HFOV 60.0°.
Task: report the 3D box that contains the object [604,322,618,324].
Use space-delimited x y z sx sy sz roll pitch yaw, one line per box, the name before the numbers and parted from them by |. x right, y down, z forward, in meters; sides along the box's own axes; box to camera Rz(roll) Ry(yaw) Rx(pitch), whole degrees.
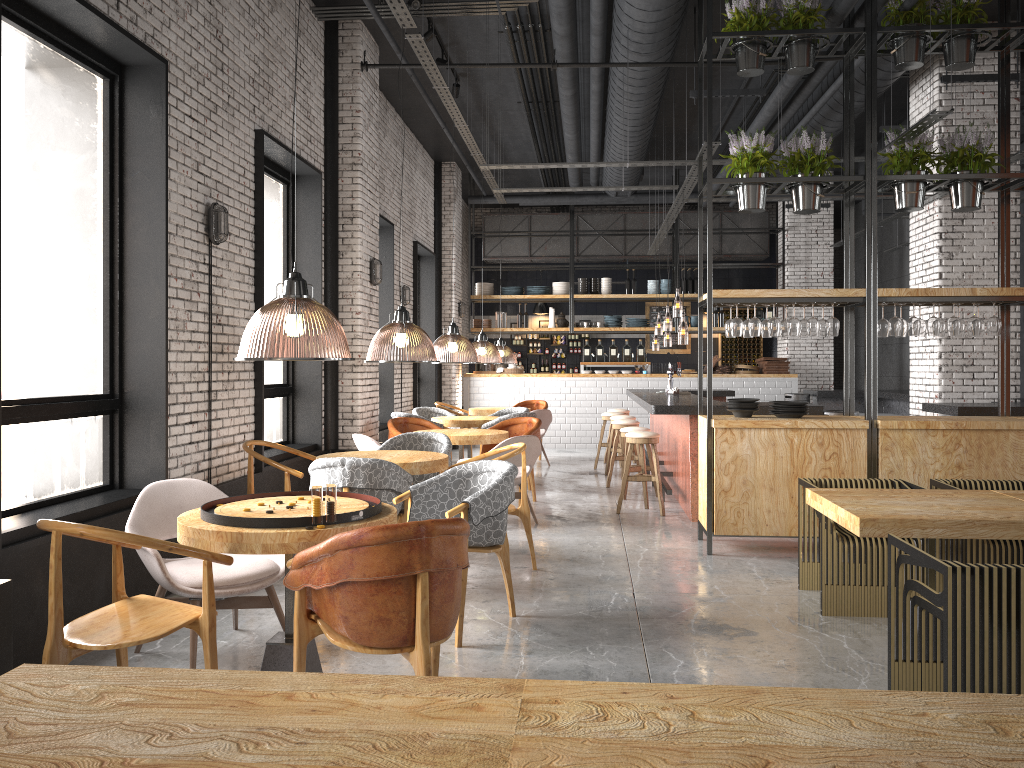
object | 1.863 -1.110 16.339 0.334 0.045 0.335 0 1 1

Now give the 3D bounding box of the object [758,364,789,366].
object | 4.616 -0.334 15.668 0.405 0.044 0.636 0 1 6

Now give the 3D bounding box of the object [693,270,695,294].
object | 3.356 -1.854 16.220 0.098 0.458 0.098 0 0 -17

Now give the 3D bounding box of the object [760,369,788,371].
object | 4.616 -0.245 15.668 0.405 0.044 0.636 0 1 8

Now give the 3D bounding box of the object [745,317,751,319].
object | 4.254 -1.111 15.982 0.118 0.181 0.118 0 0 -36

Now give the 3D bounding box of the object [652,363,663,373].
object | 2.595 -0.284 15.823 0.181 0.168 0.170 0 1 15

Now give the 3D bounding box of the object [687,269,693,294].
object | 3.232 -1.852 16.095 0.098 0.458 0.098 0 0 27

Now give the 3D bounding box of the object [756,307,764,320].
object | 4.494 -1.296 16.140 0.157 0.554 0.106 0 0 9

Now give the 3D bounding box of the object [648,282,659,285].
object | 2.595 -1.829 16.271 0.210 0.076 0.210 0 1 -21

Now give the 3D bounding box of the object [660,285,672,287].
object | 2.820 -1.766 16.231 0.218 0.092 0.219 1 1 41

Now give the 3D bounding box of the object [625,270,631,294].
object | 2.128 -1.861 16.268 0.098 0.471 0.098 0 0 27

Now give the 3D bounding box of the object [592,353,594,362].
object | 1.454 -0.478 15.995 0.032 0.164 0.080 0 0 -24

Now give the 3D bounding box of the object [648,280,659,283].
object | 2.598 -1.872 16.272 0.210 0.074 0.210 0 1 10

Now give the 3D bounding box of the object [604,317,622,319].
object | 1.864 -1.205 16.339 0.335 0.036 0.335 0 1 -6

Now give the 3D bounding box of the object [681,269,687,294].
object | 3.125 -1.852 16.105 0.098 0.458 0.098 0 0 27

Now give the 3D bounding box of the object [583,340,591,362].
object | 1.360 -0.600 16.085 0.154 0.404 0.154 0 0 5

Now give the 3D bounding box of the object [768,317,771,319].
object | 4.620 -1.111 15.973 0.118 0.181 0.118 0 0 -11

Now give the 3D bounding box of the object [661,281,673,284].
object | 2.830 -1.831 16.230 0.218 0.096 0.219 0 1 -11

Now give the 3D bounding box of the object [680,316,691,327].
object | 3.171 -1.139 16.221 0.198 0.230 0.166 0 0 11

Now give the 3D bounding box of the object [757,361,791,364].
object | 4.616 -0.378 15.668 0.405 0.044 0.636 0 1 -1

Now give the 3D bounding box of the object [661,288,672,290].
object | 2.828 -1.702 16.229 0.218 0.093 0.219 0 1 -12

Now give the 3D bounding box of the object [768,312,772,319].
object | 4.682 -1.297 16.133 0.140 0.550 0.096 0 0 9

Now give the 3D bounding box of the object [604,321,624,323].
object | 1.868 -1.132 16.338 0.371 0.071 0.373 0 1 17

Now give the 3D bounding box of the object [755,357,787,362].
object | 4.559 -0.422 15.609 0.406 0.094 0.636 0 1 3

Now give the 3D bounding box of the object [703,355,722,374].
object | 3.540 -0.346 15.706 0.242 0.338 0.488 0 1 -9

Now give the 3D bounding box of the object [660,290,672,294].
object | 2.823 -1.669 16.228 0.218 0.085 0.219 0 1 -26

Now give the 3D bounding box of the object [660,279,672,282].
object | 2.825 -1.862 16.232 0.218 0.091 0.218 0 1 22

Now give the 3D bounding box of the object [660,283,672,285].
object | 2.820 -1.798 16.232 0.219 0.092 0.218 -1 1 -44

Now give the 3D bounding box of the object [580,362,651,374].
object | 1.866 -0.121 16.040 1.250 0.551 0.315 0 0 5

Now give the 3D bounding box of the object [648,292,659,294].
object | 2.596 -1.655 16.274 0.210 0.065 0.210 0 1 23

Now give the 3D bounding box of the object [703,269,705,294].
object | 3.451 -1.851 16.076 0.098 0.458 0.098 0 0 -17

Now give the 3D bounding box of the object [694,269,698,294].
object | 3.344 -1.851 16.086 0.098 0.458 0.098 0 0 -17

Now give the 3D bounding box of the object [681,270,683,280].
object | 3.137 -1.855 16.240 0.098 0.458 0.098 0 0 27

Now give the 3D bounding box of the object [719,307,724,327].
object | 3.823 -1.259 16.182 0.098 0.471 0.098 0 0 12

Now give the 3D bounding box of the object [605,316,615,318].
object | 1.866 -1.218 16.339 0.334 0.048 0.335 0 1 -8

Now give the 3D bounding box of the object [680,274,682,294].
object | 3.149 -1.864 16.374 0.098 0.471 0.098 0 0 27

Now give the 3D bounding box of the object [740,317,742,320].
object | 4.135 -1.111 16.011 0.118 0.181 0.118 0 0 -31

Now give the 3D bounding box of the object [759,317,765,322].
object | 4.497 -1.110 15.965 0.118 0.181 0.118 0 0 -19

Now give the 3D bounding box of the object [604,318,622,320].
object | 1.865 -1.178 16.340 0.335 0.052 0.334 0 1 22

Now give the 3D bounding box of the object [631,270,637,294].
object | 2.235 -1.861 16.258 0.098 0.471 0.098 0 0 27

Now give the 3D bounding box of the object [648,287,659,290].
object | 2.598 -1.742 16.277 0.210 0.074 0.210 0 1 -20

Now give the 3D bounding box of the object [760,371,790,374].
object | 4.616 -0.201 15.668 0.405 0.044 0.636 0 1 1

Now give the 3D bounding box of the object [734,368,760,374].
object | 4.163 -0.228 15.719 0.437 0.097 0.437 1 1 30

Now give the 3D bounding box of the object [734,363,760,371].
object | 4.166 -0.296 15.721 0.440 0.154 0.437 -1 1 -38

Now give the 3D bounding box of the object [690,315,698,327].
object | 3.347 -1.138 16.193 0.166 0.230 0.198 0 1 -24

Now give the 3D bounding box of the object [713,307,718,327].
object | 3.716 -1.259 16.191 0.098 0.471 0.098 0 0 -7

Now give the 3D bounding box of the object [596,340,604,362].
object | 1.590 -0.599 16.056 0.154 0.404 0.154 0 0 5

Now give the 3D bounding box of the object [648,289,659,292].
object | 2.595 -1.699 16.274 0.210 0.069 0.210 -1 1 -29

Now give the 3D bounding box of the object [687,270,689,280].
object | 3.244 -1.854 16.230 0.098 0.458 0.098 0 0 27

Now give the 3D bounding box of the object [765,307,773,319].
object | 4.682 -1.221 16.138 0.157 0.406 0.106 0 0 9

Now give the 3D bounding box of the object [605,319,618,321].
object | 1.866 -1.162 16.340 0.335 0.052 0.334 1 2 43

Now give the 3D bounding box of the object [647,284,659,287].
object | 2.592 -1.786 16.273 0.210 0.078 0.210 1 1 27

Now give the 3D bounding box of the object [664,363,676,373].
object | 2.830 -0.286 15.894 0.181 0.168 0.170 0 1 -15

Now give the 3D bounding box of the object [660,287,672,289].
object | 2.819 -1.734 16.228 0.218 0.092 0.219 0 1 -5

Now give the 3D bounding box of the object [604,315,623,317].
object | 1.864 -1.238 16.338 0.373 0.050 0.373 1 1 27

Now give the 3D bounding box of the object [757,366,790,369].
object | 4.616 -0.289 15.668 0.405 0.044 0.636 0 1 2

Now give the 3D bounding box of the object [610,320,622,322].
object | 1.864 -1.148 16.339 0.334 0.039 0.335 0 1 5
